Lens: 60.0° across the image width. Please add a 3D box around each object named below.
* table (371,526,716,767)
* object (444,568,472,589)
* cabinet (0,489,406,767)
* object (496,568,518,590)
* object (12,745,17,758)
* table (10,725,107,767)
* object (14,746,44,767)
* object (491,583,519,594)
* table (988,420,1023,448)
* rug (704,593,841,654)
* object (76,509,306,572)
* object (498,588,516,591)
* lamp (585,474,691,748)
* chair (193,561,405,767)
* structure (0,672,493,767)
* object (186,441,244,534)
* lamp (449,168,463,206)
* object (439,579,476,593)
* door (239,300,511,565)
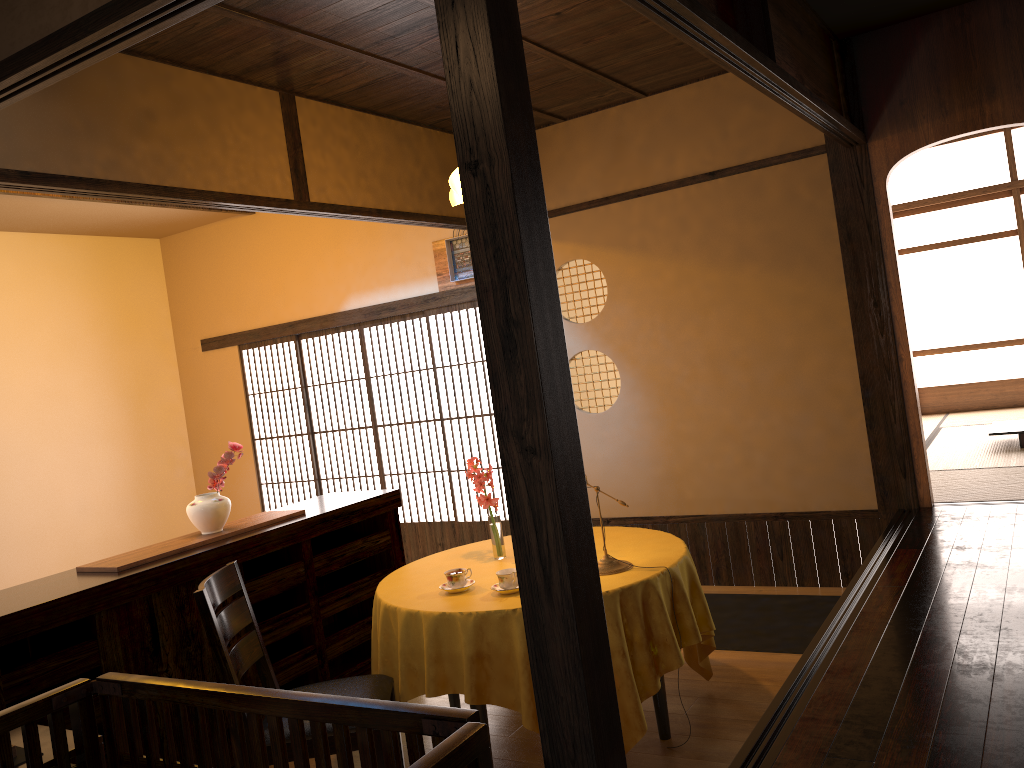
[{"bbox_3d":[0.127,1.100,3.745,1.441,0.695,1.446,-7,2,32],"label":"table"},{"bbox_3d":[-0.214,0.762,3.459,0.090,0.076,0.099,-9,1,-34],"label":"object"},{"bbox_3d":[-1.289,1.162,3.825,0.488,0.971,2.190,-8,1,32],"label":"cabinet"},{"bbox_3d":[-0.014,0.737,3.332,0.090,0.076,0.099,-8,1,16],"label":"object"},{"bbox_3d":[-1.326,0.908,2.050,0.121,0.028,0.296,-7,2,32],"label":"object"},{"bbox_3d":[-1.524,1.120,2.186,0.878,0.336,0.601,-7,2,32],"label":"table"},{"bbox_3d":[-1.555,0.952,2.191,0.759,0.003,0.406,-7,2,35],"label":"object"},{"bbox_3d":[-0.008,0.768,3.337,0.144,0.024,0.144,-8,2,-8],"label":"object"},{"bbox_3d":[4.029,0.313,6.192,1.198,0.118,0.601,-7,2,32],"label":"table"},{"bbox_3d":[0.562,1.346,5.155,2.949,0.005,0.903,-7,2,32],"label":"rug"},{"bbox_3d":[-1.351,0.670,3.856,0.267,0.020,0.999,-7,2,32],"label":"object"},{"bbox_3d":[-0.010,0.761,3.285,0.126,0.019,0.029,-7,2,35],"label":"object"},{"bbox_3d":[0.393,0.813,3.461,0.511,1.203,0.198,-8,0,32],"label":"lamp"},{"bbox_3d":[-0.727,1.109,3.122,0.577,0.960,0.491,-8,0,-3],"label":"chair"},{"bbox_3d":[-0.643,0.926,1.641,1.195,0.499,0.599,-7,1,32],"label":"structure"},{"bbox_3d":[-1.308,0.459,3.965,0.189,0.378,0.322,-8,1,40],"label":"object"},{"bbox_3d":[-0.192,-1.173,3.763,0.277,0.810,0.249,-8,0,-37],"label":"lamp"},{"bbox_3d":[-0.212,0.794,3.463,0.144,0.024,0.144,-8,2,-8],"label":"object"},{"bbox_3d":[-1.035,0.517,6.833,2.643,2.000,0.066,-8,0,32],"label":"door"}]
